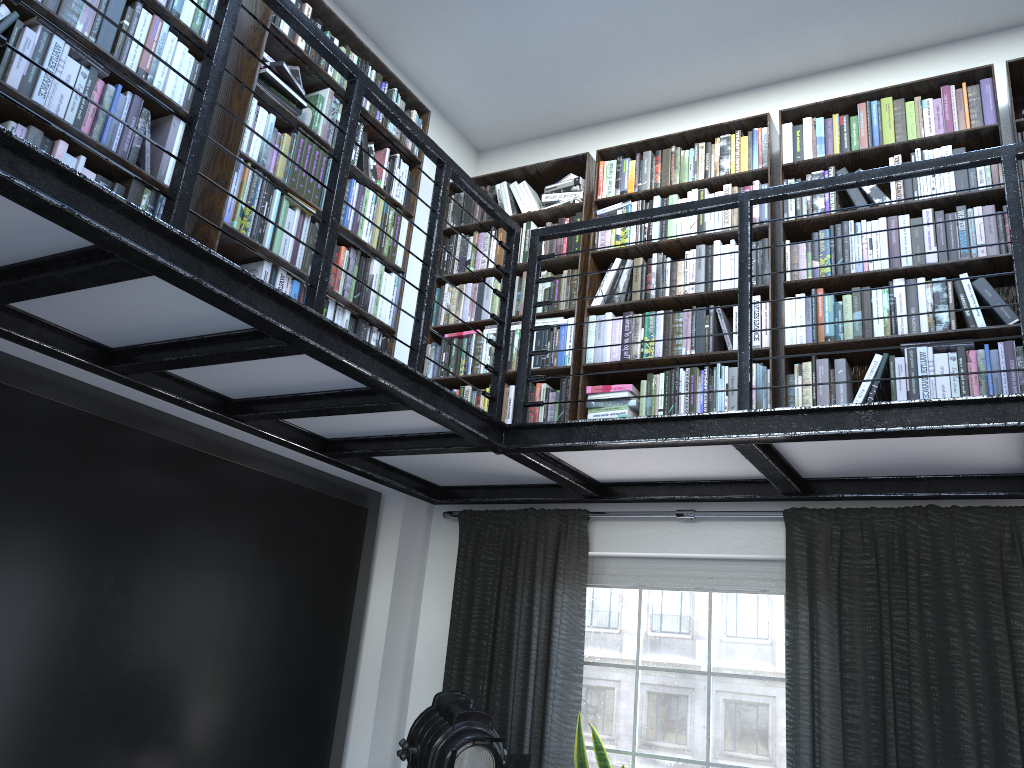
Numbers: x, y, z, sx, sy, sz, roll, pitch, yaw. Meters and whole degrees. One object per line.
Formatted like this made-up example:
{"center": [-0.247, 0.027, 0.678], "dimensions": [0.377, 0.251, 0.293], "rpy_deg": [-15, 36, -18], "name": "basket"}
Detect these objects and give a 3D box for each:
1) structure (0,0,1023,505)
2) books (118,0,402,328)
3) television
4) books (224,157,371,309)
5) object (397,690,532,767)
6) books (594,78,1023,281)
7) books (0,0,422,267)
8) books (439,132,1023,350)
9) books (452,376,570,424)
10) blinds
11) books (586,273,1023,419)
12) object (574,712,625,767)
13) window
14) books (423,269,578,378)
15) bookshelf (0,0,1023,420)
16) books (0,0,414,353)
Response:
{"center": [0.383, 0.417, 1.303], "dimensions": [4.481, 3.397, 4.565], "rpy_deg": [-5, -22, 29], "name": "structure"}
{"center": [0.850, -0.884, 2.396], "dimensions": [4.329, 1.154, 1.581], "rpy_deg": [-5, -22, 28], "name": "books"}
{"center": [-1.534, 1.137, 2.534], "dimensions": [0.116, 2.458, 3.316], "rpy_deg": [-6, -23, 29], "name": "television"}
{"center": [1.000, -0.936, 2.619], "dimensions": [4.376, 1.422, 1.157], "rpy_deg": [-5, -22, 29], "name": "books"}
{"center": [0.819, 1.927, 2.809], "dimensions": [2.906, 1.598, 0.744], "rpy_deg": [1, -21, 14], "name": "object"}
{"center": [1.596, -0.806, 3.739], "dimensions": [2.632, 0.838, 0.211], "rpy_deg": [-5, -23, 29], "name": "books"}
{"center": [-1.110, -0.971, 3.183], "dimensions": [0.314, 1.441, 2.182], "rpy_deg": [-6, -22, 29], "name": "books"}
{"center": [1.564, -0.530, 3.622], "dimensions": [4.434, 1.414, 0.239], "rpy_deg": [-5, -23, 29], "name": "books"}
{"center": [1.321, -0.699, 3.247], "dimensions": [4.427, 1.447, 1.271], "rpy_deg": [-6, -23, 30], "name": "books"}
{"center": [0.711, 1.635, 3.298], "dimensions": [2.504, 2.416, 0.124], "rpy_deg": [-5, -23, 29], "name": "blinds"}
{"center": [1.885, -0.420, 3.407], "dimensions": [3.386, 1.136, 0.238], "rpy_deg": [-5, -23, 29], "name": "books"}
{"center": [0.268, 1.774, 3.446], "dimensions": [0.551, 0.951, 0.521], "rpy_deg": [-11, -26, 38], "name": "object"}
{"center": [0.649, 1.529, 3.641], "dimensions": [1.165, 1.625, 0.131], "rpy_deg": [-6, -23, 28], "name": "window"}
{"center": [1.568, -0.539, 3.629], "dimensions": [4.429, 1.430, 0.224], "rpy_deg": [-5, -23, 29], "name": "books"}
{"center": [0.911, -0.910, 2.501], "dimensions": [4.468, 1.637, 3.055], "rpy_deg": [-5, -22, 29], "name": "bookshelf"}
{"center": [0.727, -1.107, 2.195], "dimensions": [4.370, 1.426, 2.181], "rpy_deg": [-5, -22, 28], "name": "books"}
